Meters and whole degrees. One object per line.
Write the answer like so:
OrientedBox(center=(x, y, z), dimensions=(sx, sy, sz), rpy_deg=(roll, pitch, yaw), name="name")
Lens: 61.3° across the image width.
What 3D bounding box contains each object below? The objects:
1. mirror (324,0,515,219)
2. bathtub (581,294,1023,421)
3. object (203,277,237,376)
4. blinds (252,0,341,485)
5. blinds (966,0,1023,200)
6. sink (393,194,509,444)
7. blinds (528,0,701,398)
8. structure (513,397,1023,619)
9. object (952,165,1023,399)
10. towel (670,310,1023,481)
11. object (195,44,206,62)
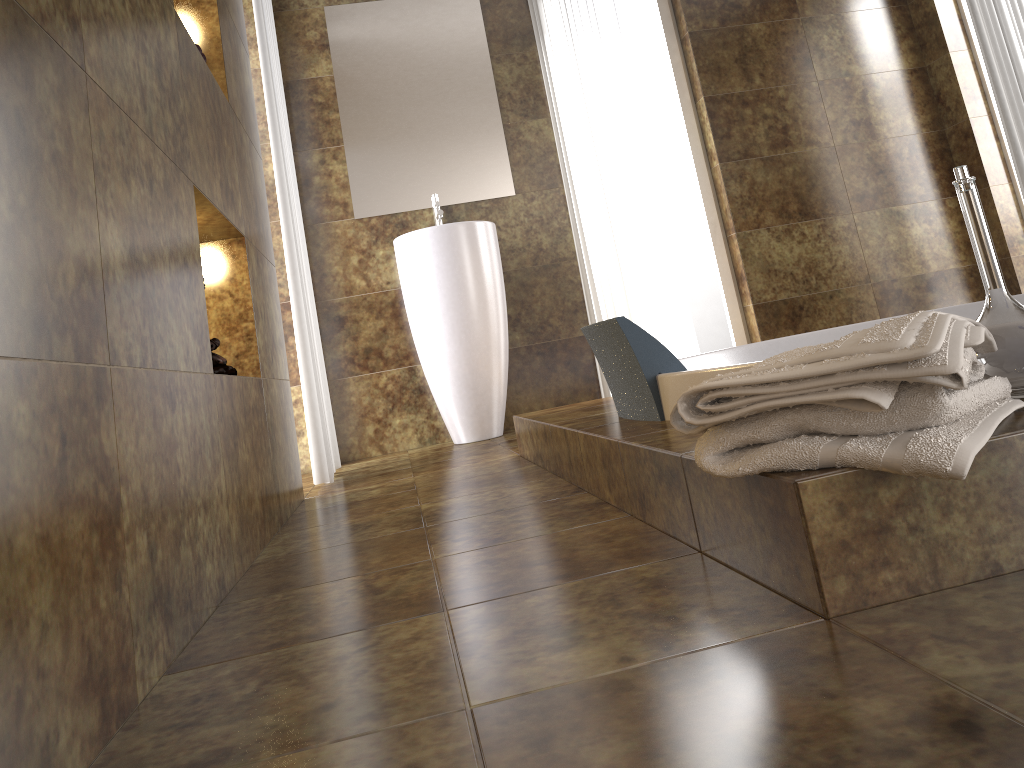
OrientedBox(center=(-0.454, -1.379, 4.200), dimensions=(0.772, 1.122, 0.008), rpy_deg=(-9, -11, -9), name="mirror")
OrientedBox(center=(1.120, -0.032, 1.941), dimensions=(1.720, 0.537, 1.743), rpy_deg=(-10, 0, 22), name="bathtub")
OrientedBox(center=(-0.678, -0.138, 1.837), dimensions=(0.153, 0.281, 0.146), rpy_deg=(-9, -9, -8), name="object")
OrientedBox(center=(-0.841, -0.804, 3.250), dimensions=(0.068, 2.339, 0.576), rpy_deg=(-8, -11, -8), name="blinds")
OrientedBox(center=(2.316, -1.399, 3.897), dimensions=(0.069, 2.339, 0.464), rpy_deg=(-8, -11, -8), name="blinds")
OrientedBox(center=(-0.239, -0.328, 3.772), dimensions=(0.461, 1.168, 0.420), rpy_deg=(-9, -10, -6), name="sink")
OrientedBox(center=(0.472, -1.072, 4.221), dimensions=(0.522, 2.327, 0.064), rpy_deg=(-8, -11, -9), name="blinds")
OrientedBox(center=(1.122, -0.025, 1.941), dimensions=(2.016, 0.127, 1.951), rpy_deg=(-11, 1, -9), name="structure")
OrientedBox(center=(0.629, -0.140, 1.131), dimensions=(0.130, 0.317, 0.125), rpy_deg=(-10, -9, -1), name="object")
OrientedBox(center=(0.375, 0.013, 0.978), dimensions=(0.330, 0.154, 0.323), rpy_deg=(-11, -1, 36), name="towel")
OrientedBox(center=(-0.817, -0.862, 2.004), dimensions=(0.175, 0.293, 0.107), rpy_deg=(-9, -10, -9), name="object")
